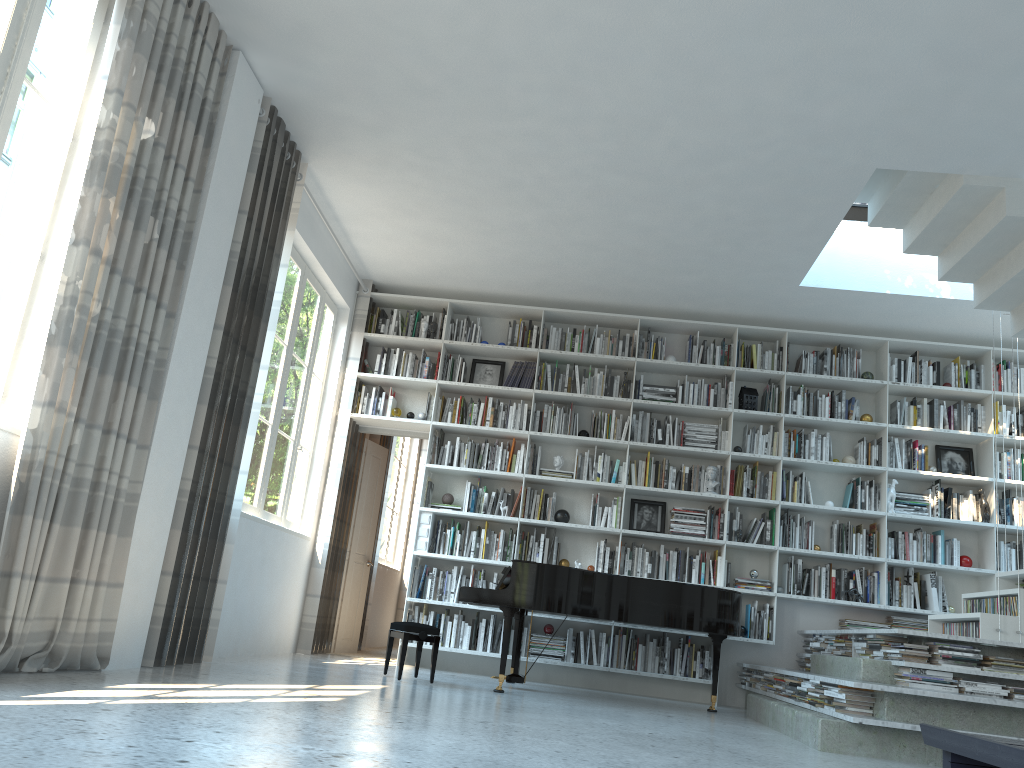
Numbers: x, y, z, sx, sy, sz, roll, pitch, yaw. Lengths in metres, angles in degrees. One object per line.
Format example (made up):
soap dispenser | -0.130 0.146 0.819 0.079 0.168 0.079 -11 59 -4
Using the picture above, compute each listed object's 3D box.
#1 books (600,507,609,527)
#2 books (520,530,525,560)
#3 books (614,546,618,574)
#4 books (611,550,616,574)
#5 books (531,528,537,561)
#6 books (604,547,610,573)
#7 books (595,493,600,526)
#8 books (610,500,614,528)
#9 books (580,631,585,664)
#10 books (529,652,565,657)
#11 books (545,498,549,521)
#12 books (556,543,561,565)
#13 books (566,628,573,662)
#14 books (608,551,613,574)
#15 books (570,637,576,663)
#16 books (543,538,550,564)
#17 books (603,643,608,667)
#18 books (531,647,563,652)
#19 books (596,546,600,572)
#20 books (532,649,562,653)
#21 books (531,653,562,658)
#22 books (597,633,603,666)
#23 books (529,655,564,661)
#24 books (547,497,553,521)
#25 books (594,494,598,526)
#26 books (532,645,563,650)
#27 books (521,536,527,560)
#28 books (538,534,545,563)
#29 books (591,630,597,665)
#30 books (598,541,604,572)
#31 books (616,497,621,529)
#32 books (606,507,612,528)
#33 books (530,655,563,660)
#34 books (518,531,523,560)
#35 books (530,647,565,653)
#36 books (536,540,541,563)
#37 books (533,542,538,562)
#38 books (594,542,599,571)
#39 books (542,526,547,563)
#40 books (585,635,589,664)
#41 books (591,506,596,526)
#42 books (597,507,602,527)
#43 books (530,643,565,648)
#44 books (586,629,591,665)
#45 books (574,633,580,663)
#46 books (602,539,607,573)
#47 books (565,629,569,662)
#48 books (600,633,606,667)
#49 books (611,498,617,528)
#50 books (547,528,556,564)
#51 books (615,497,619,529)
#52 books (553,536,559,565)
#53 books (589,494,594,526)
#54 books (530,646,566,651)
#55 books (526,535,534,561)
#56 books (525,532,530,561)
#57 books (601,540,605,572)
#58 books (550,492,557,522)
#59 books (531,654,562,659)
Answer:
books | 0.775 1.135 7.461 0.057 0.188 0.156 6 -15 5
books | 0.086 1.378 7.442 0.013 0.282 0.147 6 -15 5
books | 0.867 1.482 7.396 0.019 0.241 0.108 6 -15 5
books | 0.842 1.492 7.367 0.024 0.200 0.159 6 -15 5
books | 0.184 1.372 7.433 0.014 0.312 0.166 6 -15 5
books | 0.786 1.475 7.369 0.029 0.220 0.153 6 -15 5
books | 0.718 1.079 7.489 0.012 0.297 0.166 6 -15 5
books | 0.836 1.112 7.457 0.012 0.244 0.171 6 -15 5
books | 0.571 2.139 7.201 0.062 0.252 0.178 6 -15 5
books | 0.282 2.198 7.209 0.285 0.007 0.160 7 -15 1
books | 0.300 1.080 7.508 0.011 0.207 0.180 6 -15 5
books | 0.386 1.444 7.413 0.023 0.211 0.160 6 -15 5
books | 0.470 2.127 7.224 0.031 0.265 0.145 6 -15 5
books | 0.815 1.496 7.382 0.031 0.194 0.142 6 -15 5
books | 0.496 2.156 7.201 0.029 0.201 0.178 6 -15 5
books | 0.286 1.421 7.429 0.029 0.240 0.136 6 -15 5
books | 0.754 2.193 7.177 0.024 0.179 0.172 6 -15 5
books | 0.289 2.161 7.226 0.254 0.007 0.161 5 -15 6
books | 0.715 1.471 7.392 0.015 0.225 0.148 6 -15 5
books | 0.287 2.172 7.216 0.254 0.007 0.161 7 -15 1
books | 0.282 2.207 7.214 0.254 0.007 0.161 5 -15 6
books | 0.712 2.154 7.205 0.025 0.258 0.133 6 -15 5
books | 0.280 2.228 7.212 0.285 0.007 0.160 6 -15 5
books | 0.320 1.077 7.504 0.028 0.215 0.175 6 -15 5
books | 0.707 1.082 7.492 0.011 0.291 0.156 6 -15 5
books | 0.291 2.148 7.229 0.254 0.007 0.161 5 -15 6
books | 0.105 1.400 7.432 0.030 0.238 0.157 6 -15 5
books | 0.247 1.399 7.419 0.027 0.268 0.185 6 -15 5
books | 0.663 2.138 7.199 0.073 0.275 0.181 6 -15 5
books | 0.737 1.447 7.378 0.027 0.268 0.159 6 -15 5
books | 0.892 1.100 7.457 0.021 0.281 0.162 6 -15 5
books | 0.815 1.141 7.462 0.024 0.187 0.173 6 -15 5
books | 0.280 2.218 7.204 0.254 0.007 0.161 4 -15 9
books | 0.073 1.383 7.452 0.013 0.275 0.147 6 -15 5
books | 0.288 2.166 7.218 0.285 0.007 0.160 7 -15 1
books | 0.220 1.423 7.418 0.021 0.214 0.172 6 -15 5
books | 0.196 1.431 7.422 0.024 0.195 0.157 6 -15 5
books | 0.703 1.454 7.389 0.012 0.253 0.161 6 -15 5
books | 0.272 1.374 7.451 0.013 0.338 0.138 6 -15 5
books | 0.606 2.152 7.193 0.011 0.231 0.174 6 -15 5
books | 0.682 1.128 7.470 0.025 0.185 0.154 6 -15 5
books | 0.733 1.138 7.479 0.030 0.182 0.155 6 -15 5
books | 0.293 2.135 7.236 0.285 0.007 0.160 6 -15 5
books | 0.619 2.131 7.190 0.012 0.274 0.180 6 -15 5
books | 0.527 2.145 7.214 0.028 0.237 0.136 6 -15 5
books | 0.769 1.442 7.388 0.014 0.290 0.132 6 -15 5
books | 0.447 2.126 7.210 0.012 0.253 0.161 6 -15 5
books | 0.734 2.148 7.173 0.024 0.259 0.190 6 -15 5
books | 0.857 1.104 7.465 0.027 0.269 0.179 6 -15 5
books | 0.329 1.378 7.421 0.050 0.327 0.167 6 -15 5
books | 0.876 1.099 7.455 0.011 0.278 0.188 6 -15 5
books | 0.363 1.414 7.407 0.027 0.260 0.164 6 -15 5
books | 0.669 1.080 7.488 0.012 0.284 0.160 6 -15 5
books | 0.289 2.152 7.219 0.285 0.007 0.160 7 -15 0
books | 0.153 1.401 7.429 0.042 0.247 0.163 6 -15 5
books | 0.127 1.384 7.426 0.012 0.271 0.182 6 -15 5
books | 0.757 1.449 7.391 0.010 0.276 0.156 6 -15 5
books | 0.351 1.060 7.522 0.028 0.265 0.145 6 -15 5
books | 0.281 2.214 7.214 0.254 0.007 0.161 6 -15 5
